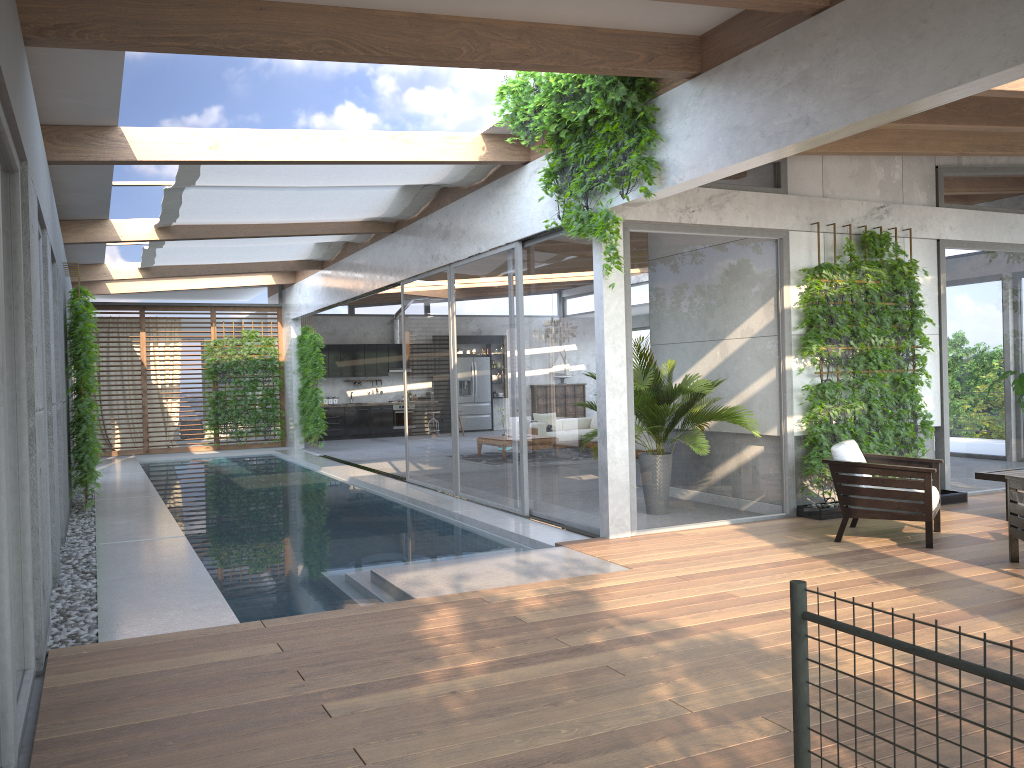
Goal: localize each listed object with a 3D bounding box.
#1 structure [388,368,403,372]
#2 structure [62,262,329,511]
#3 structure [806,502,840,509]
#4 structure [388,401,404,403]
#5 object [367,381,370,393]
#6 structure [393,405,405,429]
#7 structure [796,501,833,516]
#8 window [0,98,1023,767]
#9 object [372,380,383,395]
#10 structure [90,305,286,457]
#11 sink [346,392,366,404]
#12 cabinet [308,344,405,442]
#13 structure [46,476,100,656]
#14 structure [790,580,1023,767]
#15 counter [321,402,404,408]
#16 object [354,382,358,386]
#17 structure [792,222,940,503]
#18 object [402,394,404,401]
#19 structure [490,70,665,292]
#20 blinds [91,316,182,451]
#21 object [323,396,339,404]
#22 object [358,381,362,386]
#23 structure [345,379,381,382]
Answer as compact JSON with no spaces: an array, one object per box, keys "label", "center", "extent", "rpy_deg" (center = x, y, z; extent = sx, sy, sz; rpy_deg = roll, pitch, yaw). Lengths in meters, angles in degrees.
[{"label":"structure","center":[-2.841,-0.350,22.215],"extent":[0.599,0.104,0.368],"rpy_deg":[-2,0,-25]},{"label":"structure","center":[-4.588,-0.004,14.479],"extent":[2.739,2.687,10.282],"rpy_deg":[-2,0,-8]},{"label":"structure","center":[3.138,1.117,8.280],"extent":[0.928,0.044,0.231],"rpy_deg":[-2,0,-25]},{"label":"structure","center":[-2.775,0.433,22.122],"extent":[0.605,0.031,0.496],"rpy_deg":[-2,0,-25]},{"label":"object","center":[-3.558,0.071,22.020],"extent":[0.071,0.325,0.066],"rpy_deg":[-2,0,-25]},{"label":"structure","center":[-2.756,0.805,22.106],"extent":[0.587,0.588,0.584],"rpy_deg":[-2,0,-25]},{"label":"structure","center":[3.031,0.946,9.646],"extent":[2.012,0.595,2.203],"rpy_deg":[-2,0,-25]},{"label":"window","center":[0.034,-0.600,15.654],"extent":[14.294,3.764,23.280],"rpy_deg":[-2,0,-25]},{"label":"object","center":[-3.352,0.087,22.082],"extent":[0.282,0.380,0.070],"rpy_deg":[-2,0,-25]},{"label":"structure","center":[-6.992,-0.103,18.683],"extent":[4.313,3.079,0.085],"rpy_deg":[-2,0,-25]},{"label":"sink","center":[-3.854,0.449,21.609],"extent":[0.526,0.514,0.514],"rpy_deg":[-2,0,-25]},{"label":"cabinet","center":[-2.750,0.046,22.158],"extent":[5.901,2.502,0.709],"rpy_deg":[-2,0,-27]},{"label":"structure","center":[-5.309,1.447,10.792],"extent":[0.477,0.068,13.673],"rpy_deg":[-2,0,-25]},{"label":"structure","center":[7.239,0.804,9.549],"extent":[15.587,3.022,31.708],"rpy_deg":[-1,0,16]},{"label":"counter","center":[-3.672,0.505,21.694],"extent":[3.805,0.061,0.607],"rpy_deg":[-2,0,-25]},{"label":"object","center":[-3.848,-0.013,21.878],"extent":[0.117,0.139,0.093],"rpy_deg":[-2,0,-23]},{"label":"structure","center":[3.414,-0.182,8.477],"extent":[1.851,2.669,0.500],"rpy_deg":[-2,0,-25]},{"label":"object","center":[-2.634,0.297,22.132],"extent":[0.222,0.235,0.222],"rpy_deg":[-2,1,-35]},{"label":"structure","center":[0.499,-1.723,7.099],"extent":[0.918,2.054,1.822],"rpy_deg":[-2,0,-28]},{"label":"blinds","center":[-7.953,0.010,18.617],"extent":[2.087,2.898,0.692],"rpy_deg":[-2,0,-22]},{"label":"object","center":[-4.421,0.395,21.571],"extent":[0.405,0.200,0.147],"rpy_deg":[-2,0,-24]},{"label":"object","center":[-3.747,-0.016,21.917],"extent":[0.117,0.139,0.093],"rpy_deg":[-2,0,-8]},{"label":"structure","center":[-3.679,-0.079,21.974],"extent":[0.932,0.046,0.081],"rpy_deg":[-2,0,-25]}]
